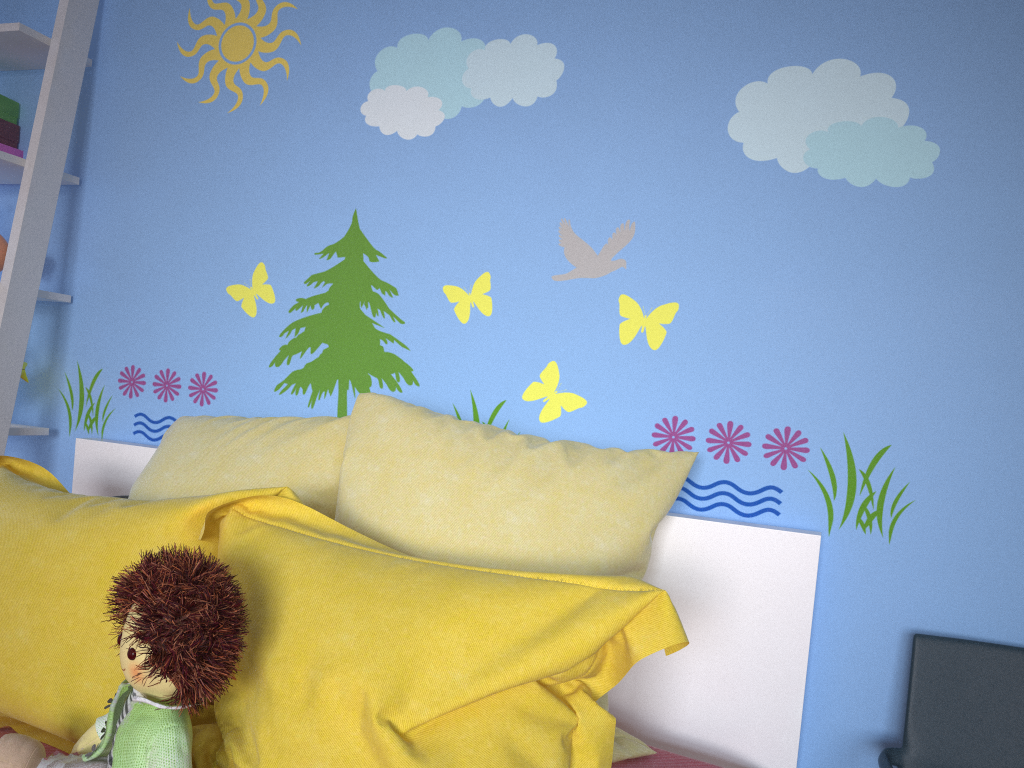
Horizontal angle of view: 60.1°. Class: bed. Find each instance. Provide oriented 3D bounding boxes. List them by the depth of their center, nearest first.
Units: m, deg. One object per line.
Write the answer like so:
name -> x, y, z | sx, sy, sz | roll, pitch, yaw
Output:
bed -> -0.624, 0.532, 0.648 | 1.923, 0.812, 2.320 | 5, -1, 19

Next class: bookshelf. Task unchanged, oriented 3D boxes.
bookshelf -> -1.247, -0.029, 1.923 | 0.390, 1.854, 0.380 | 6, 2, 19

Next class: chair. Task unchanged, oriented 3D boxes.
chair -> 0.742, 0.737, 1.187 | 0.511, 0.675, 0.416 | 6, 1, 16

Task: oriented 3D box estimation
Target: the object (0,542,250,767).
object -> -0.432, 0.348, 0.988 | 0.251, 0.342, 0.285 | 5, 1, -36

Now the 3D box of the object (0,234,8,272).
object -> -1.201, -0.340, 1.931 | 0.296, 0.234, 0.157 | 5, 1, -10

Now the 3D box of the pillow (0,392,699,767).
pillow -> -0.354, 0.268, 1.383 | 1.342, 0.532, 0.680 | 5, 0, 20

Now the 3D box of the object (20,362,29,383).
object -> -1.233, -0.060, 1.874 | 0.372, 0.282, 0.153 | 5, 1, -8
